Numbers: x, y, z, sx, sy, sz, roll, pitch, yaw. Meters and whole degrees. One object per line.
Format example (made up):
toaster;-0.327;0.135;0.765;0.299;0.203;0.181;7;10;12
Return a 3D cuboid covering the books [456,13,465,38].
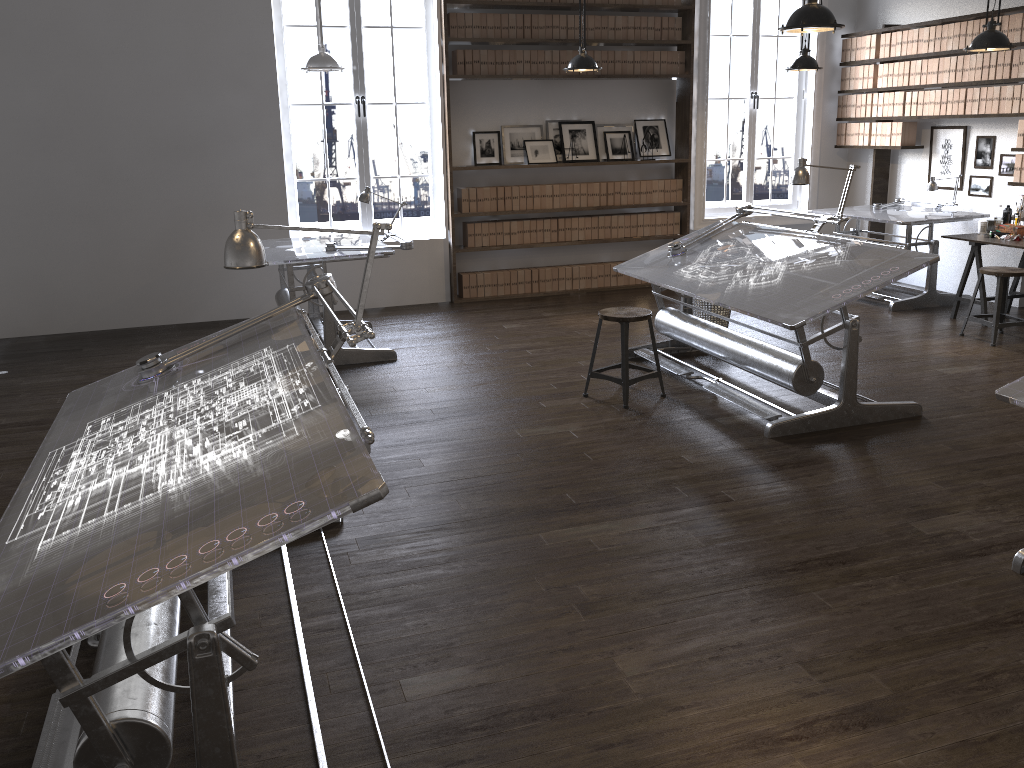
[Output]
books;-0.480;-3.203;7.947;0.067;0.223;0.176;-6;15;-17

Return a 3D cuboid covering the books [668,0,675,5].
books;1.493;-3.735;8.508;0.067;0.223;0.176;-6;15;-17

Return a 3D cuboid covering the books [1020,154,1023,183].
books;4.202;-1.738;7.136;0.175;0.223;0.067;-6;14;-18

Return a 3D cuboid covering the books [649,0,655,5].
books;1.299;-3.712;8.444;0.067;0.223;0.176;-6;15;-17

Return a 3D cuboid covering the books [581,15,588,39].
books;0.644;-3.331;8.306;0.067;0.223;0.176;-6;15;-17

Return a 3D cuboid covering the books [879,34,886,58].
books;3.628;-3.242;8.501;0.175;0.223;0.067;-6;14;-18

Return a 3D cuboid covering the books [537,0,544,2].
books;0.232;-3.590;8.100;0.067;0.223;0.176;-6;15;-17

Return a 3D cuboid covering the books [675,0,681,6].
books;1.561;-3.741;8.525;0.067;0.223;0.176;-6;15;-17

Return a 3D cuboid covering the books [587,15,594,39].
books;0.709;-3.337;8.322;0.067;0.223;0.176;-6;15;-17

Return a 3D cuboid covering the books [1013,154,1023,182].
books;4.176;-1.755;7.196;0.175;0.223;0.067;-6;14;-18

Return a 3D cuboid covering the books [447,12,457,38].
books;-0.547;-3.196;7.928;0.067;0.223;0.176;-6;15;-17

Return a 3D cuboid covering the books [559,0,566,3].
books;0.439;-3.615;8.171;0.067;0.223;0.176;-6;15;-17

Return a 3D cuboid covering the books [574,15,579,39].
books;0.585;-3.323;8.286;0.067;0.223;0.176;-6;15;-17

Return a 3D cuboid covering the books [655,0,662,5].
books;1.363;-3.718;8.460;0.067;0.223;0.176;-6;15;-17

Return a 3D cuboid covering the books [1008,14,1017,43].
books;4.094;-2.859;7.135;0.175;0.223;0.067;-6;14;-18

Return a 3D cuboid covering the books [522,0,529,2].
books;0.096;-3.576;8.061;0.067;0.223;0.176;-6;15;-17

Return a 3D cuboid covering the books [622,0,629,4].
books;1.037;-3.683;8.363;0.067;0.223;0.176;-6;15;-17

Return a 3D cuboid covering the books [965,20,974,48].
books;3.957;-2.970;7.530;0.175;0.223;0.067;-6;14;-18

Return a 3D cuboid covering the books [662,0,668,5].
books;1.426;-3.727;8.486;0.067;0.223;0.176;-6;15;-17

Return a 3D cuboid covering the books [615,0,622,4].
books;0.972;-3.674;8.338;0.067;0.223;0.176;-6;15;-17

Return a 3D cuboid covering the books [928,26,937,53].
books;3.823;-3.078;7.916;0.175;0.223;0.067;-6;14;-18

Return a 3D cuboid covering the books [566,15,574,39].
books;0.517;-3.315;8.262;0.067;0.223;0.176;-6;15;-17

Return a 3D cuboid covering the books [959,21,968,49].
books;3.933;-2.985;7.587;0.175;0.223;0.067;-6;14;-18

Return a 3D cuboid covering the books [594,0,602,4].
books;0.774;-3.652;8.276;0.067;0.223;0.176;-6;15;-17

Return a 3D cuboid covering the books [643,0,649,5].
books;1.240;-3.705;8.424;0.067;0.223;0.176;-6;15;-17

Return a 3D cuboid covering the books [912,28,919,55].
books;3.758;-3.130;8.102;0.175;0.223;0.067;-6;14;-18

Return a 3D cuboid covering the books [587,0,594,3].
books;0.703;-3.644;8.254;0.067;0.223;0.176;-6;15;-17

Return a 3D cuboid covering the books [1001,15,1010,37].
books;4.072;-2.877;7.201;0.174;0.223;0.067;-6;14;-18

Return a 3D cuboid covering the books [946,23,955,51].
books;3.891;-3.023;7.722;0.174;0.223;0.067;-6;14;-18

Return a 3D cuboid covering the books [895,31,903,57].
books;3.693;-3.184;8.296;0.174;0.223;0.067;-6;14;-18

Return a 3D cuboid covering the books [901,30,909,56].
books;3.719;-3.166;8.232;0.174;0.223;0.067;-6;14;-18

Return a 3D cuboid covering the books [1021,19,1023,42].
books;4.136;-2.824;7.011;0.175;0.223;0.067;-6;14;-18

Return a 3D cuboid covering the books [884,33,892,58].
books;3.646;-3.222;8.431;0.175;0.223;0.067;-6;14;-18

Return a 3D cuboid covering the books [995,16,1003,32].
books;4.046;-2.895;7.265;0.174;0.223;0.067;-6;14;-18

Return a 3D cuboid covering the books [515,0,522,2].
books;0.034;-3.567;8.035;0.067;0.223;0.176;-6;15;-17

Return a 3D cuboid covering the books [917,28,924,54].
books;3.783;-3.113;8.042;0.175;0.223;0.067;-6;14;-18

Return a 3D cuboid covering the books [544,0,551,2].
books;0.298;-3.599;8.126;0.067;0.223;0.176;-6;15;-17

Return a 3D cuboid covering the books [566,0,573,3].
books;0.504;-3.620;8.185;0.067;0.223;0.176;-6;15;-17

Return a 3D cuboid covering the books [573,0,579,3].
books;0.571;-3.629;8.210;0.067;0.223;0.176;-6;15;-17

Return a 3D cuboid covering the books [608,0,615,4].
books;0.904;-3.666;8.313;0.067;0.223;0.176;-6;15;-17

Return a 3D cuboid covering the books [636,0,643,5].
books;1.171;-3.697;8.400;0.067;0.223;0.176;-6;15;-17

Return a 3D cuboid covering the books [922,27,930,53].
books;3.802;-3.097;7.983;0.175;0.223;0.067;-6;14;-18

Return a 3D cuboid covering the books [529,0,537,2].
books;0.163;-3.583;8.083;0.067;0.223;0.176;-6;15;-17

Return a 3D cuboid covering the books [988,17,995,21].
books;4.028;-2.914;7.332;0.175;0.223;0.067;-6;14;-18

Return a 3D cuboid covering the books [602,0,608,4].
books;0.836;-3.658;8.291;0.067;0.223;0.176;-6;15;-17

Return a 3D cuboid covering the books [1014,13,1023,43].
books;4.110;-2.841;7.071;0.175;0.223;0.067;-6;14;-18

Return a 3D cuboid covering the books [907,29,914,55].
books;3.742;-3.148;8.166;0.175;0.223;0.067;-6;14;-18

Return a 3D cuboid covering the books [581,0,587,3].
books;0.636;-3.637;8.235;0.067;0.223;0.176;-6;15;-17

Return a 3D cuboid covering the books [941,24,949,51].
books;3.872;-3.042;7.788;0.174;0.223;0.067;-6;14;-18

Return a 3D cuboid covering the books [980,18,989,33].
books;3.999;-2.933;7.400;0.175;0.223;0.067;-6;14;-18

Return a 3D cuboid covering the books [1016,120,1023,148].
books;4.169;-2.017;7.141;0.175;0.223;0.067;-6;14;-18

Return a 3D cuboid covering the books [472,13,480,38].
books;-0.344;-3.218;7.988;0.067;0.223;0.176;-6;15;-17

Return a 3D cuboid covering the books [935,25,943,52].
books;3.849;-3.060;7.852;0.175;0.223;0.067;-6;14;-18

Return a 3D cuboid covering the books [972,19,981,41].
books;3.980;-2.953;7.470;0.175;0.223;0.067;-6;14;-18

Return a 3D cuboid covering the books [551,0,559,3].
books;0.371;-3.605;8.144;0.067;0.223;0.176;-6;15;-17

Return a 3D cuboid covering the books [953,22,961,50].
books;3.910;-3.004;7.654;0.175;0.223;0.067;-6;14;-18

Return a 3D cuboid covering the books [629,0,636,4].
books;1.104;-3.690;8.382;0.067;0.223;0.176;-6;15;-17

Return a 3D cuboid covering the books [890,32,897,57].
books;3.675;-3.203;8.363;0.175;0.223;0.067;-6;14;-18
